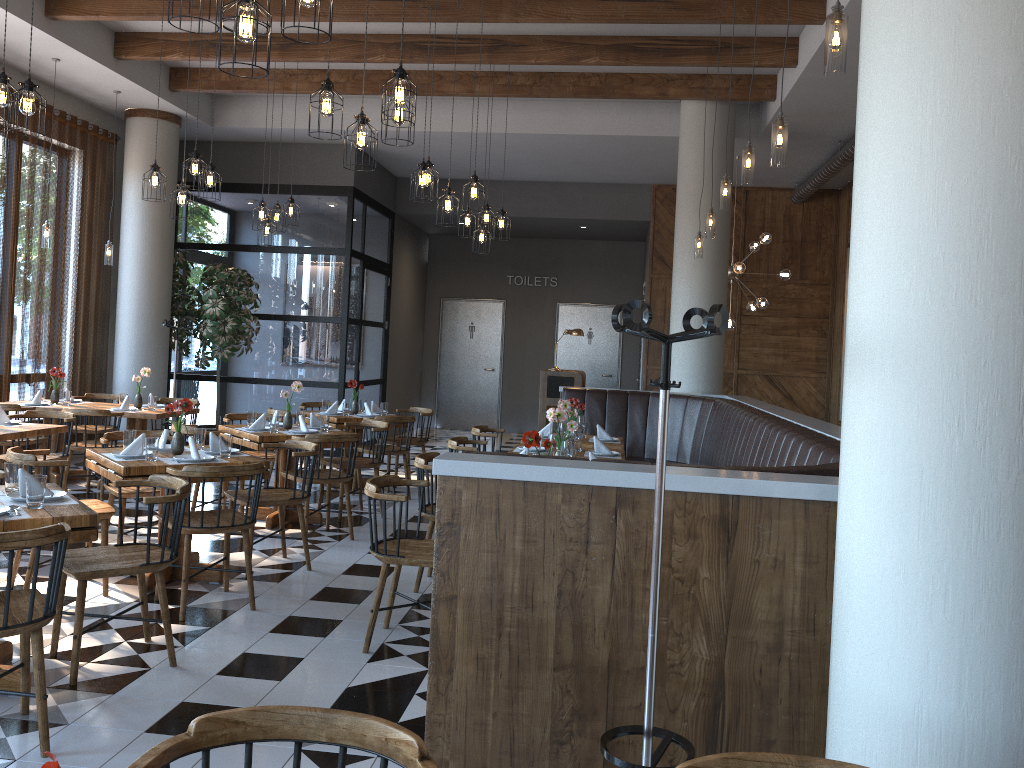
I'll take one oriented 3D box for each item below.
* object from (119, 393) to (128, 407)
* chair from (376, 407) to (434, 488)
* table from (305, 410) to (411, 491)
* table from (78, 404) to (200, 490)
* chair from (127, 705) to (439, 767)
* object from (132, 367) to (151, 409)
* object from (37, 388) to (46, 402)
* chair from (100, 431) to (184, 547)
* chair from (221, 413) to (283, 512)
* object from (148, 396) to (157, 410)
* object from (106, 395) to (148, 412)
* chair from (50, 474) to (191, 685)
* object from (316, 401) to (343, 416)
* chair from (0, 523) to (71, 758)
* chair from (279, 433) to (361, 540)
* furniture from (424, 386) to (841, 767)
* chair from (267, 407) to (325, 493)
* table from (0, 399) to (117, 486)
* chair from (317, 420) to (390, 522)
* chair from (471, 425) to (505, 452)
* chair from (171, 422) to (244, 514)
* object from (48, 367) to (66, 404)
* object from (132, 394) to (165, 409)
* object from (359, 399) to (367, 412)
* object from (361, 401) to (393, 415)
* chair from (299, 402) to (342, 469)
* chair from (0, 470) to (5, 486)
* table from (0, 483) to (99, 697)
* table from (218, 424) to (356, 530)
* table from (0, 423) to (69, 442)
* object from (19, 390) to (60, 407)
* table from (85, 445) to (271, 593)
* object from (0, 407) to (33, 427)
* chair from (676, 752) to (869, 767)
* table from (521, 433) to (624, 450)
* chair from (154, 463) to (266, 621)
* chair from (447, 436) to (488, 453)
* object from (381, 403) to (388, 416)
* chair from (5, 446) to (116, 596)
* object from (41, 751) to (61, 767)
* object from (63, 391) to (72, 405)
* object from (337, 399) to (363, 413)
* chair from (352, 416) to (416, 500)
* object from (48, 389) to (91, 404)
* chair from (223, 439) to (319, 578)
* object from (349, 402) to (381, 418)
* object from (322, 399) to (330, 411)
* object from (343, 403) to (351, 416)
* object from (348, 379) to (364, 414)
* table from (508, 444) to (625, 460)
[{"bbox_3d":[-3.806,0.156,8.678,0.080,0.132,0.080,3,0,-8],"label":"object"},{"bbox_3d":[-1.150,0.673,9.600,0.549,0.817,0.520,2,1,-38],"label":"chair"},{"bbox_3d":[-1.647,0.692,9.174,0.863,0.764,0.865,2,2,-38],"label":"table"},{"bbox_3d":[-3.631,0.619,8.548,0.850,0.764,0.850,3,1,7],"label":"table"},{"bbox_3d":[-0.408,1.033,1.420,0.519,0.817,0.550,3,1,7],"label":"chair"},{"bbox_3d":[-3.578,0.038,8.556,0.146,0.400,0.206,3,0,-1],"label":"object"},{"bbox_3d":[-4.667,0.110,8.779,0.080,0.132,0.080,3,1,22],"label":"object"},{"bbox_3d":[-2.485,0.751,5.958,0.519,0.817,0.550,2,1,-38],"label":"chair"},{"bbox_3d":[-2.268,0.689,7.805,0.519,0.817,0.550,2,1,-38],"label":"chair"},{"bbox_3d":[-3.434,0.184,8.453,0.080,0.132,0.080,3,0,-8],"label":"object"},{"bbox_3d":[-3.622,0.179,8.283,0.352,0.137,0.272,3,2,7],"label":"object"},{"bbox_3d":[-1.790,0.860,4.064,0.549,0.817,0.520,2,1,-38],"label":"chair"},{"bbox_3d":[-1.834,0.238,9.013,0.271,0.137,0.352,1,2,-38],"label":"object"},{"bbox_3d":[-1.896,0.891,3.159,0.519,0.817,0.550,2,1,-38],"label":"chair"},{"bbox_3d":[-1.470,0.768,6.793,0.519,0.817,0.550,2,1,-38],"label":"chair"},{"bbox_3d":[1.052,0.756,6.002,1.918,1.150,6.590,3,2,7],"label":"furniture"},{"bbox_3d":[-2.154,0.656,8.778,0.549,0.817,0.520,2,1,-38],"label":"chair"},{"bbox_3d":[-4.480,0.573,8.648,0.850,0.764,0.850,3,1,7],"label":"table"},{"bbox_3d":[-1.364,0.737,7.699,0.549,0.817,0.520,2,1,-38],"label":"chair"},{"bbox_3d":[-0.100,0.796,7.784,0.550,0.817,0.519,3,1,7],"label":"chair"},{"bbox_3d":[-2.374,0.719,6.900,0.549,0.817,0.520,2,1,-38],"label":"chair"},{"bbox_3d":[-4.459,0.012,8.686,0.156,0.355,0.171,3,0,-17],"label":"object"},{"bbox_3d":[-3.566,0.160,8.813,0.352,0.137,0.272,3,2,7],"label":"object"},{"bbox_3d":[-1.598,0.233,9.482,0.080,0.132,0.080,3,1,32],"label":"object"},{"bbox_3d":[-1.420,0.245,9.348,0.271,0.137,0.352,1,2,-38],"label":"object"},{"bbox_3d":[-2.048,0.625,9.684,0.519,0.817,0.550,2,1,-38],"label":"chair"},{"bbox_3d":[-2.694,0.811,4.171,0.519,0.817,0.550,2,1,-38],"label":"chair"},{"bbox_3d":[-2.292,0.877,3.673,0.863,0.764,0.865,2,2,-38],"label":"table"},{"bbox_3d":[-1.866,0.755,7.307,0.863,0.764,0.865,2,2,-38],"label":"table"},{"bbox_3d":[-3.882,0.691,6.407,0.850,0.764,0.850,3,1,7],"label":"table"},{"bbox_3d":[-4.504,0.131,8.386,0.352,0.137,0.272,3,2,7],"label":"object"},{"bbox_3d":[-2.082,0.817,5.460,0.863,0.764,0.865,2,2,-38],"label":"table"},{"bbox_3d":[-3.818,0.233,6.665,0.352,0.137,0.272,3,2,7],"label":"object"},{"bbox_3d":[0.452,1.079,1.319,0.519,0.817,0.550,3,1,7],"label":"chair"},{"bbox_3d":[0.526,0.857,7.705,0.850,0.764,0.850,3,1,7],"label":"table"},{"bbox_3d":[-1.687,0.830,4.946,0.519,0.817,0.550,2,1,-38],"label":"chair"},{"bbox_3d":[-0.228,0.833,6.689,0.550,0.817,0.519,3,1,7],"label":"chair"},{"bbox_3d":[-1.321,0.260,9.151,0.080,0.132,0.080,3,1,32],"label":"object"},{"bbox_3d":[-2.591,0.781,5.053,0.549,0.817,0.520,2,1,-38],"label":"chair"},{"bbox_3d":[-0.395,0.525,0.777,0.295,0.355,0.166,3,0,12],"label":"object"},{"bbox_3d":[-4.295,0.137,8.555,0.080,0.132,0.080,3,1,22],"label":"object"},{"bbox_3d":[-1.796,0.225,9.389,0.352,0.137,0.273,1,2,-38],"label":"object"},{"bbox_3d":[-1.250,0.704,8.672,0.519,0.817,0.550,2,1,-38],"label":"chair"},{"bbox_3d":[-4.448,0.113,8.916,0.352,0.137,0.272,3,2,7],"label":"object"},{"bbox_3d":[-1.580,0.800,5.852,0.549,0.817,0.520,2,1,-38],"label":"chair"},{"bbox_3d":[-1.457,0.258,8.971,0.352,0.137,0.273,1,2,-38],"label":"object"},{"bbox_3d":[-1.937,0.227,9.211,0.080,0.132,0.080,3,1,-18],"label":"object"},{"bbox_3d":[-1.658,0.255,8.868,0.080,0.132,0.080,3,1,22],"label":"object"},{"bbox_3d":[-1.637,0.131,9.211,0.156,0.355,0.171,3,0,-36],"label":"object"},{"bbox_3d":[0.398,0.894,6.609,0.850,0.764,0.850,3,1,7],"label":"table"}]
